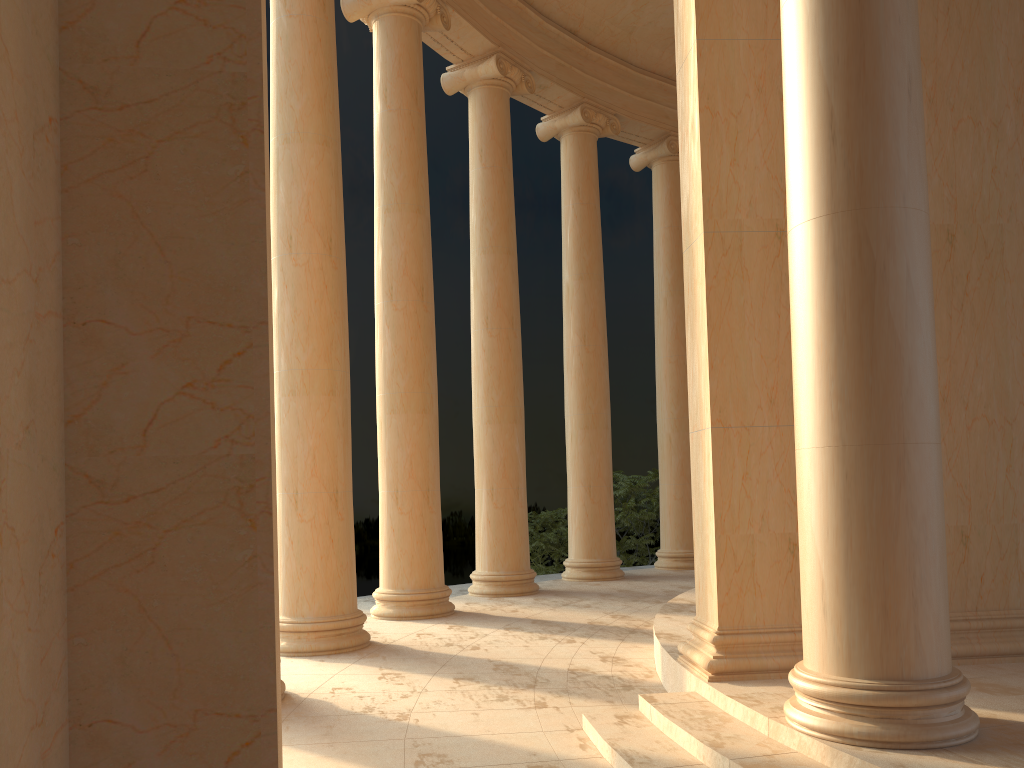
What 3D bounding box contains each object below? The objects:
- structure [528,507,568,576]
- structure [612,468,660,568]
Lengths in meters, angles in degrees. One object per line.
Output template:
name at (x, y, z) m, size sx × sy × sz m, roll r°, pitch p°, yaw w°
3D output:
structure at (49.790, 308.219, 1521.138) m, size 149.282 × 187.731 × 156.213 m, roll -2°, pitch -4°, yaw 8°
structure at (237.928, 299.969, 1607.797) m, size 247.124 × 298.544 × 238.593 m, roll -2°, pitch -4°, yaw -2°
